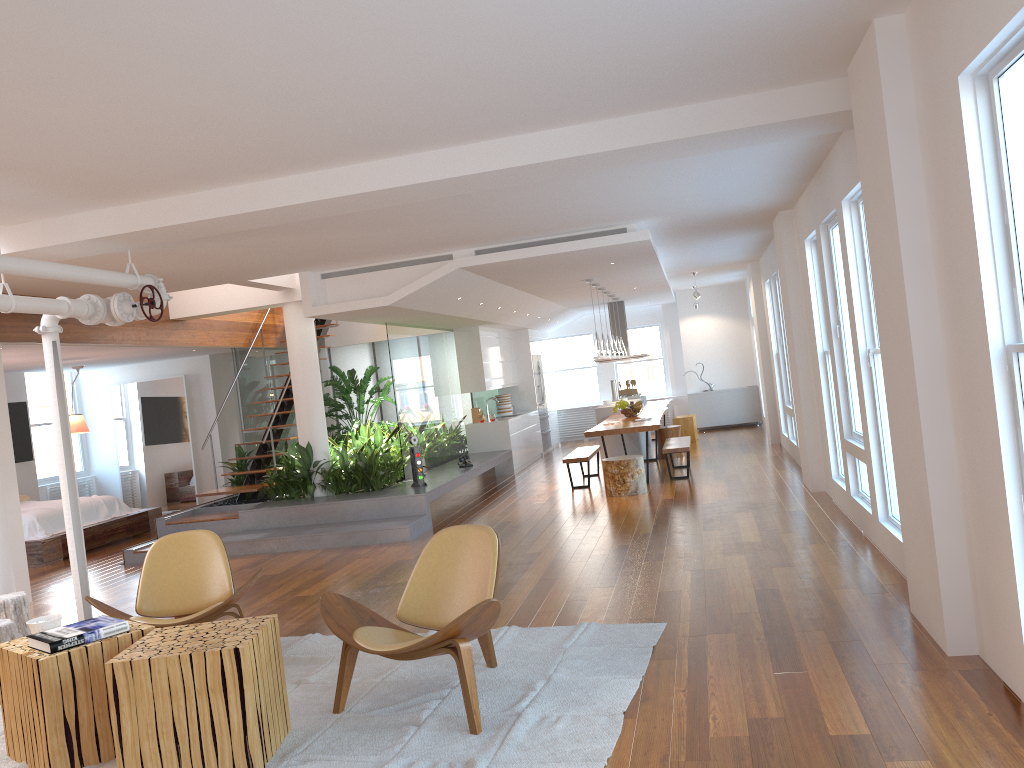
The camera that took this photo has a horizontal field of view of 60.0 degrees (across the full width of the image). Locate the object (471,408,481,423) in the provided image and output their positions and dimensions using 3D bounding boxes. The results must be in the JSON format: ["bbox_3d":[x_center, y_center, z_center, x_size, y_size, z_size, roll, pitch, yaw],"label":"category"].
[{"bbox_3d":[-0.557,0.486,13.916,0.104,0.222,0.200,-7,0,12],"label":"object"}]

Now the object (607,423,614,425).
[{"bbox_3d":[1.213,0.506,11.131,0.149,0.014,0.044,-7,0,11],"label":"object"}]

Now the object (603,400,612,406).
[{"bbox_3d":[1.479,0.291,13.691,0.152,0.082,0.152,-7,1,-39],"label":"object"}]

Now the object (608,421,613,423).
[{"bbox_3d":[1.253,0.491,11.260,0.070,0.030,0.079,-7,0,-25],"label":"object"}]

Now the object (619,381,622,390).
[{"bbox_3d":[1.961,0.097,15.967,0.055,0.299,0.027,-7,0,12],"label":"object"}]

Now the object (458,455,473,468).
[{"bbox_3d":[-0.617,0.987,11.398,0.216,0.155,0.181,-7,0,-23],"label":"object"}]

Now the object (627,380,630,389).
[{"bbox_3d":[2.106,0.081,15.916,0.057,0.299,0.019,-7,0,12],"label":"object"}]

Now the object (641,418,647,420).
[{"bbox_3d":[1.653,0.444,11.126,0.070,0.030,0.079,-7,1,-35],"label":"object"}]

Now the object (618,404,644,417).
[{"bbox_3d":[1.638,0.381,12.172,0.360,0.159,0.360,-7,0,-25],"label":"object"}]

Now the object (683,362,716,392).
[{"bbox_3d":[3.579,-0.128,16.881,0.590,0.563,0.210,-7,0,-17],"label":"object"}]

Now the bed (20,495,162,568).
[{"bbox_3d":[-6.019,1.792,10.968,2.314,0.595,2.207,-7,0,12],"label":"bed"}]

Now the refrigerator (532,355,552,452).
[{"bbox_3d":[0.276,0.379,16.286,0.725,1.772,0.908,-7,0,12],"label":"refrigerator"}]

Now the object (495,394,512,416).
[{"bbox_3d":[-0.142,0.362,15.153,0.267,0.356,0.266,-7,1,38],"label":"object"}]

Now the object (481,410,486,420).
[{"bbox_3d":[-0.490,0.502,14.156,0.100,0.170,0.173,-7,0,14],"label":"object"}]

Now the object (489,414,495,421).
[{"bbox_3d":[-0.302,0.513,13.539,0.094,0.106,0.094,-7,0,18],"label":"object"}]

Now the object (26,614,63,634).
[{"bbox_3d":[-2.124,1.111,4.042,0.152,0.082,0.152,-7,0,-27],"label":"object"}]

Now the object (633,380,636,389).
[{"bbox_3d":[2.208,0.069,15.915,0.057,0.294,0.030,-7,0,12],"label":"object"}]

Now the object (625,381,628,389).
[{"bbox_3d":[2.077,0.084,15.942,0.061,0.299,0.040,-7,0,10],"label":"object"}]

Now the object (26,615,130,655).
[{"bbox_3d":[-1.913,1.103,3.912,0.279,0.048,0.334,-6,1,43],"label":"object"}]

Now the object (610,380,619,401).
[{"bbox_3d":[1.761,0.109,15.075,0.172,0.356,0.120,-7,0,-30],"label":"object"}]

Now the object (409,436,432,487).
[{"bbox_3d":[-1.007,0.844,9.721,0.134,0.565,0.318,-7,1,-42],"label":"object"}]

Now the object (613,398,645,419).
[{"bbox_3d":[1.609,0.321,12.191,0.394,0.284,0.292,-7,0,-24],"label":"object"}]

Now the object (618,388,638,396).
[{"bbox_3d":[2.084,0.163,15.933,0.353,0.157,0.084,-7,0,12],"label":"object"}]

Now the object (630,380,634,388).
[{"bbox_3d":[2.169,0.074,15.905,0.068,0.298,0.039,-7,0,12],"label":"object"}]

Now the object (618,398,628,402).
[{"bbox_3d":[1.696,0.266,13.519,0.152,0.082,0.152,-7,0,-27],"label":"object"}]

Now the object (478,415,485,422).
[{"bbox_3d":[-0.469,0.533,13.622,0.094,0.106,0.094,-7,0,18],"label":"object"}]

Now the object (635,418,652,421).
[{"bbox_3d":[1.654,0.450,11.126,0.222,0.020,0.222,-7,0,4],"label":"object"}]

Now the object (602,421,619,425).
[{"bbox_3d":[1.254,0.497,11.260,0.222,0.020,0.222,-7,1,-38],"label":"object"}]

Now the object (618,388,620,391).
[{"bbox_3d":[1.927,0.119,15.972,0.199,0.259,0.016,-7,0,22],"label":"object"}]

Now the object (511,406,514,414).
[{"bbox_3d":[-0.086,0.435,15.539,0.284,0.196,0.265,-7,1,-36],"label":"object"}]
